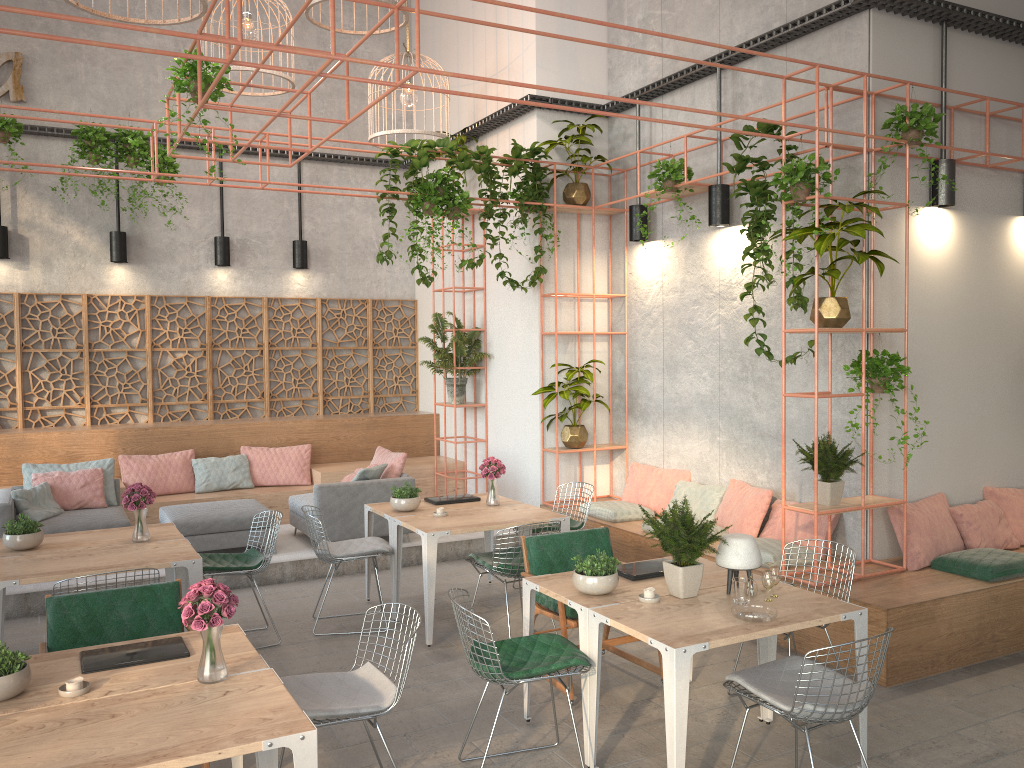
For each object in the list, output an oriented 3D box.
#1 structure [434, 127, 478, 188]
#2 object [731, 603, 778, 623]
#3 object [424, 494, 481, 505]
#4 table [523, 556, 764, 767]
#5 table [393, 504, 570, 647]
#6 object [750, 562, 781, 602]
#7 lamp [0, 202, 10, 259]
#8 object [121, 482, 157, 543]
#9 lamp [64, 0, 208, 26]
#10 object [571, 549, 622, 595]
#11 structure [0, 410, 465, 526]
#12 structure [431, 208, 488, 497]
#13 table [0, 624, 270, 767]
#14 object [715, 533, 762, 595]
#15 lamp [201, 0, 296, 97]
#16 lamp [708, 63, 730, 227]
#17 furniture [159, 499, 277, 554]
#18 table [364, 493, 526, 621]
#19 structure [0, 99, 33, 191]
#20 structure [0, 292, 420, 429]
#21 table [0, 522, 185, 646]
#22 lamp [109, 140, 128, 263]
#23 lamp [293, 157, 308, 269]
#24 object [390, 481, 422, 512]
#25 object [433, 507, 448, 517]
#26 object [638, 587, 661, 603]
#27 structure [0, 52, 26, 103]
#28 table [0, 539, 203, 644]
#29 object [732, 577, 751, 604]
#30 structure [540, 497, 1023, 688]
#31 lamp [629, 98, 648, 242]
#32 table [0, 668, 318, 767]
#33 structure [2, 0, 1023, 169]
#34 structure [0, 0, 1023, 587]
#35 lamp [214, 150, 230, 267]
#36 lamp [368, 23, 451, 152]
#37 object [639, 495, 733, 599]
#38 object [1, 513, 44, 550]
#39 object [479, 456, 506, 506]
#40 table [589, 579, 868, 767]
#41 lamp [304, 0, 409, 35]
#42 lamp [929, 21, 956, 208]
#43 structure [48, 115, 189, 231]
[{"bbox_3d":[-0.746,-2.599,10.421,0.903,0.803,0.934,1,3,34],"label":"structure"},{"bbox_3d":[1.170,1.106,4.282,0.218,0.041,0.218,-1,2,-19],"label":"object"},{"bbox_3d":[-0.516,0.999,7.682,0.427,0.031,0.268,-2,3,-28],"label":"object"},{"bbox_3d":[0.754,1.518,5.066,1.205,0.830,0.694,-2,3,-28],"label":"table"},{"bbox_3d":[-0.237,1.455,6.946,1.214,0.830,0.694,-2,3,-28],"label":"table"},{"bbox_3d":[1.343,1.037,4.652,0.210,0.154,0.165,-2,3,-38],"label":"object"},{"bbox_3d":[-5.752,-2.119,9.908,0.185,1.436,0.185,0,2,13],"label":"lamp"},{"bbox_3d":[-2.587,0.889,6.152,0.225,0.414,0.213,-2,3,-35],"label":"object"},{"bbox_3d":[-2.414,-4.170,5.554,0.883,3.476,0.883,0,2,25],"label":"lamp"},{"bbox_3d":[0.448,0.996,4.754,0.254,0.247,0.248,-2,3,-28],"label":"object"},{"bbox_3d":[-4.476,1.098,8.907,9.152,1.111,3.396,-2,3,-28],"label":"structure"},{"bbox_3d":[-0.629,-0.262,10.641,0.424,3.596,0.624,-2,3,-28],"label":"structure"},{"bbox_3d":[-1.698,1.608,3.751,1.205,0.830,0.694,-2,3,-28],"label":"table"},{"bbox_3d":[1.209,0.964,4.730,0.241,0.313,0.241,0,2,17],"label":"object"},{"bbox_3d":[-2.619,-4.710,8.718,0.883,3.476,0.883,0,2,25],"label":"lamp"},{"bbox_3d":[1.838,-2.124,7.871,0.185,1.425,0.179,-2,3,-28],"label":"lamp"},{"bbox_3d":[-2.913,1.415,8.738,0.975,0.446,0.941,-2,3,-28],"label":"furniture"},{"bbox_3d":[-0.566,1.434,7.560,1.205,0.830,0.694,-2,3,-28],"label":"table"},{"bbox_3d":[-5.359,-2.485,9.297,0.605,0.972,0.587,-2,3,-29],"label":"structure"},{"bbox_3d":[-5.004,-0.009,10.480,9.782,2.103,0.132,-2,3,-28],"label":"structure"},{"bbox_3d":[-2.984,1.509,6.283,1.205,0.830,0.694,-2,3,-28],"label":"table"},{"bbox_3d":[-4.670,-2.153,10.480,0.185,1.436,0.185,0,2,13],"label":"lamp"},{"bbox_3d":[-2.754,-2.213,11.492,0.179,1.436,0.185,-2,3,-28],"label":"lamp"},{"bbox_3d":[-0.872,0.912,7.248,0.254,0.247,0.248,-2,3,-28],"label":"object"},{"bbox_3d":[-0.567,1.006,7.011,0.115,0.078,0.115,-2,2,-22],"label":"object"},{"bbox_3d":[0.712,1.087,4.595,0.115,0.078,0.115,-2,2,-22],"label":"object"},{"bbox_3d":[-6.330,-3.490,9.650,1.807,0.695,0.087,-2,3,-28],"label":"structure"},{"bbox_3d":[-2.655,1.530,5.671,1.214,0.830,0.694,-2,3,-28],"label":"table"},{"bbox_3d":[1.170,1.057,4.522,0.095,0.119,0.095,-1,2,-4],"label":"object"},{"bbox_3d":[3.903,1.516,8.866,5.831,0.500,4.386,-2,3,-28],"label":"structure"},{"bbox_3d":[1.273,-2.160,8.938,0.185,1.425,0.179,-2,3,-28],"label":"lamp"},{"bbox_3d":[-1.369,1.628,3.137,1.214,0.830,0.694,-2,3,-28],"label":"table"},{"bbox_3d":[0.914,-2.735,4.838,15.203,0.110,15.603,-2,3,-28],"label":"structure"},{"bbox_3d":[1.525,-0.550,7.827,14.096,4.345,4.501,-2,3,-29],"label":"structure"},{"bbox_3d":[-3.619,-2.186,11.035,0.185,1.436,0.185,0,2,13],"label":"lamp"},{"bbox_3d":[-1.120,-4.338,9.498,0.883,3.476,0.883,0,2,25],"label":"lamp"},{"bbox_3d":[0.884,0.852,4.678,0.368,0.527,0.438,-2,3,-28],"label":"object"},{"bbox_3d":[-3.289,0.987,5.971,0.252,0.247,0.247,-2,3,-28],"label":"object"},{"bbox_3d":[-0.165,0.814,7.432,0.225,0.414,0.213,-2,3,-35],"label":"object"},{"bbox_3d":[1.083,1.539,4.452,1.214,0.830,0.694,-2,3,-28],"label":"table"},{"bbox_3d":[-1.351,-4.896,7.575,0.883,3.476,0.883,0,2,25],"label":"lamp"},{"bbox_3d":[3.363,-2.103,6.918,0.179,1.425,0.185,-2,3,-28],"label":"lamp"},{"bbox_3d":[-4.321,-2.356,9.797,1.434,1.290,0.670,-2,3,-28],"label":"structure"}]
